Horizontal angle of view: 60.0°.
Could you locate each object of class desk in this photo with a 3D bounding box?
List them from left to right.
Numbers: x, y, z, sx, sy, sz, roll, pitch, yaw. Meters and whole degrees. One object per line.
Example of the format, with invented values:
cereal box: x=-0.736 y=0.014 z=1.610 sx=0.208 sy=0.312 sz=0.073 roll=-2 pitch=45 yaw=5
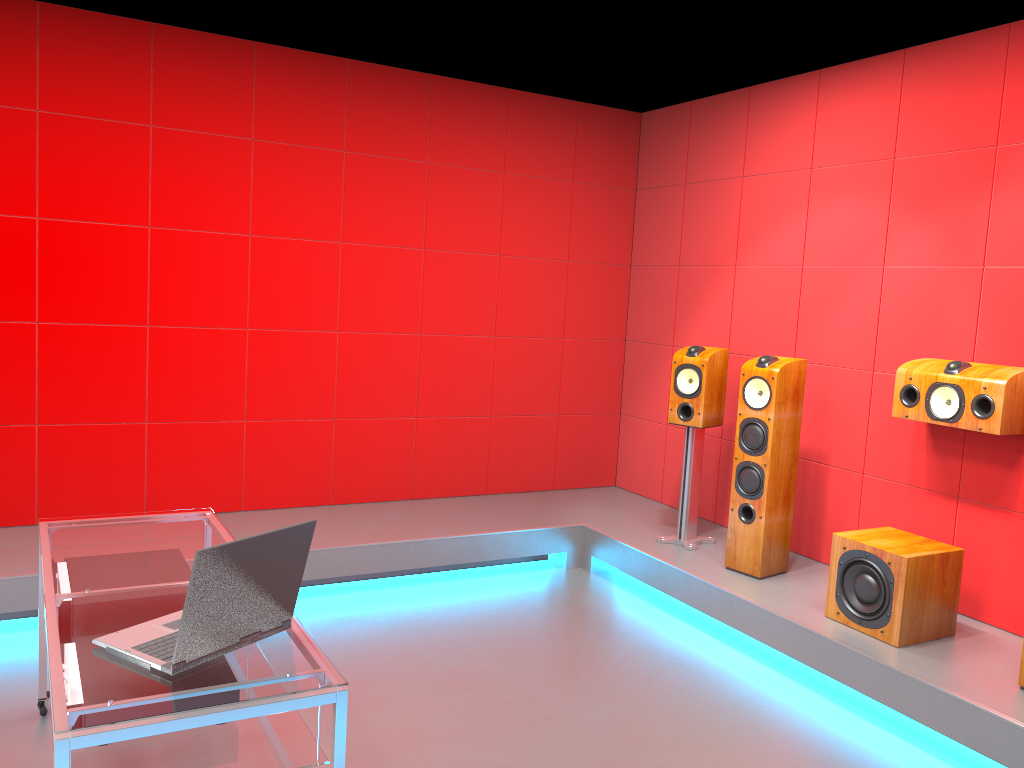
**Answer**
desk: x=-0.989 y=0.877 z=2.461 sx=0.594 sy=0.690 sz=1.617 roll=0 pitch=7 yaw=-29

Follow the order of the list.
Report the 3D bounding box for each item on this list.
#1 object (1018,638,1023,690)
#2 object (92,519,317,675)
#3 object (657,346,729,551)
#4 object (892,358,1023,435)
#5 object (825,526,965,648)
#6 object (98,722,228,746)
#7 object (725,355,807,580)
object: x=1.940 y=0.557 z=2.999 sx=0.238 sy=1.052 sz=0.203 roll=1 pitch=6 yaw=-19
object: x=-0.694 y=0.449 z=2.016 sx=0.340 sy=0.285 sz=0.342 roll=7 pitch=7 yaw=31
object: x=0.966 y=0.324 z=4.709 sx=0.231 sy=1.058 sz=0.265 roll=8 pitch=8 yaw=41
object: x=1.887 y=0.038 z=3.712 sx=0.235 sy=0.271 sz=0.493 roll=0 pitch=7 yaw=-29
object: x=1.558 y=0.818 z=3.635 sx=0.360 sy=0.360 sz=0.360 roll=0 pitch=7 yaw=-29
object: x=-0.903 y=0.729 z=2.178 sx=0.365 sy=0.092 sz=0.435 roll=0 pitch=7 yaw=-29
object: x=1.215 y=0.387 z=4.261 sx=0.238 sy=1.052 sz=0.203 roll=-1 pitch=7 yaw=-39
